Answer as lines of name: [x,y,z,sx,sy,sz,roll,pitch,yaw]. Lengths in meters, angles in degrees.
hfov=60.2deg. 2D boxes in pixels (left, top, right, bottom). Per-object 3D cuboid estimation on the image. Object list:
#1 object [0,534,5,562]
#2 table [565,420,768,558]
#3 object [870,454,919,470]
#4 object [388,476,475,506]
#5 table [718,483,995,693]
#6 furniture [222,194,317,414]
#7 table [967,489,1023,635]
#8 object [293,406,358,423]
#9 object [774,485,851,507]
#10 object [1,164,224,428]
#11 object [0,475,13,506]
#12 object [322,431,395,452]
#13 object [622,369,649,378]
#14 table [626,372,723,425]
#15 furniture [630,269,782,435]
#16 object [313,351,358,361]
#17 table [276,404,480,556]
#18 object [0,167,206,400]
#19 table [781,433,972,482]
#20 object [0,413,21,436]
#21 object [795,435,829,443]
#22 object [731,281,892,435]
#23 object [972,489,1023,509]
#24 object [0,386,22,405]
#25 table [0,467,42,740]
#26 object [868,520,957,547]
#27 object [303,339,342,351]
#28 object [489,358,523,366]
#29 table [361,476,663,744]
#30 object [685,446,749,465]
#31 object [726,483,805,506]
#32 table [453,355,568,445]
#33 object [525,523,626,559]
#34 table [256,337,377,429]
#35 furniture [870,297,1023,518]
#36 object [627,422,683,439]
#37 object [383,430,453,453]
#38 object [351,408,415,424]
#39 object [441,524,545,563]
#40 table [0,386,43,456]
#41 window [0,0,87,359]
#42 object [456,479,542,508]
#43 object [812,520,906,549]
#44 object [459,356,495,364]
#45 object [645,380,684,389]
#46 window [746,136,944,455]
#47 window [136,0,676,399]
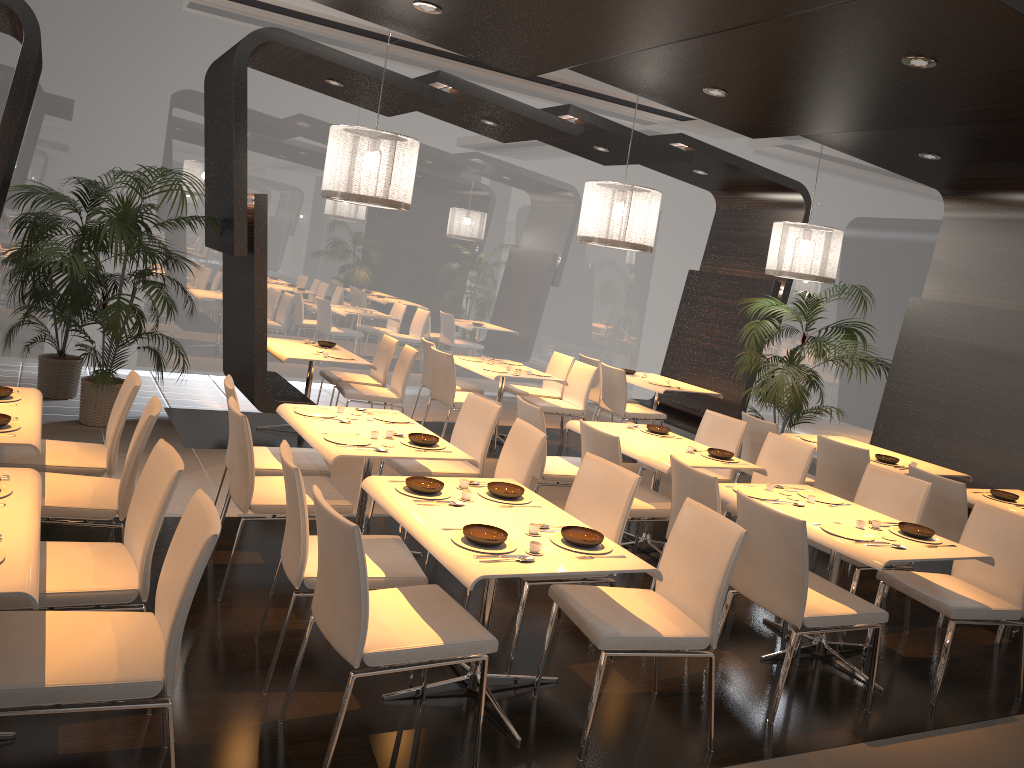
object: [-1.549,0.448,2.404,0.302,0.044,0.368,4,9,-29]
table: [1.043,0.752,5.890,1.049,0.722,1.159,5,7,-28]
object: [2.750,0.556,6.388,0.302,0.044,0.368,4,9,-29]
object: [-0.336,0.446,3.761,0.302,0.044,0.368,4,9,-29]
table: [1.628,1.032,4.518,0.797,0.722,1.159,6,7,-28]
furniture: [-2.049,-0.727,7.472,0.754,1.667,1.416,7,6,-29]
table: [3.405,1.174,5.465,0.797,0.722,1.159,6,7,-28]
object: [-1.053,0.163,5.028,0.334,0.037,0.381,3,9,-34]
object: [1.631,0.599,4.862,0.334,0.037,0.380,2,10,-39]
object: [-3.048,-0.684,6.826,1.555,2.050,1.519,5,6,-35]
object: [-1.832,0.330,2.942,0.302,0.044,0.368,4,9,-29]
object: [-0.770,0.281,4.488,0.334,0.037,0.381,3,9,-34]
object: [1.315,-0.123,9.693,0.302,0.044,0.368,4,9,-29]
table: [1.537,0.323,9.526,0.797,0.722,1.159,6,7,-28]
furniture: [2.024,-0.406,9.669,0.754,1.667,1.416,7,6,-29]
object: [-1.517,-0.255,7.530,0.334,0.037,0.380,2,10,-39]
table: [-0.819,0.606,4.882,0.797,0.722,1.159,6,7,-28]
object: [-3.739,-0.908,7.675,1.569,2.050,1.506,11,5,23]
table: [2.689,0.884,6.760,0.797,0.722,1.159,6,7,-28]
object: [-2.255,0.152,3.752,0.302,0.044,0.368,4,9,-29]
object: [2.446,0.441,6.903,0.334,0.037,0.381,3,9,-34]
object: [2.754,-0.023,8.485,1.500,2.050,1.575,7,5,-15]
object: [3.185,0.726,5.644,0.302,0.044,0.368,4,9,-29]
object: [-2.538,0.038,4.267,0.302,0.044,0.368,4,9,-29]
table: [-1.888,0.754,2.627,0.797,0.722,1.159,6,7,-28]
object: [1.936,0.716,4.330,0.302,0.044,0.368,4,9,-29]
object: [-1.727,-0.364,8.063,0.302,0.044,0.368,4,9,-29]
object: [-0.071,-0.238,9.005,0.334,0.037,0.380,2,10,-39]
table: [-0.101,0.896,3.586,0.797,0.722,1.159,6,7,-28]
object: [1.277,0.440,5.591,0.302,0.044,0.368,4,9,-29]
object: [1.365,0.580,4.698,0.334,0.037,0.381,3,9,-34]
table: [-0.130,0.191,8.634,0.797,0.722,1.159,6,7,-28]
object: [0.229,0.584,3.390,0.302,0.044,0.368,4,9,-29]
table: [-1.790,0.058,7.753,0.797,0.722,1.159,6,7,-28]
furniture: [3.783,0.318,6.401,0.754,1.665,2.931,7,7,-29]
object: [0.978,0.315,6.162,0.302,0.044,0.368,4,9,-29]
object: [-0.506,0.292,4.680,0.302,0.044,0.368,4,9,-29]
object: [-0.777,0.177,5.235,0.334,0.037,0.380,2,10,-39]
object: [-0.061,0.565,3.209,0.302,0.044,0.368,4,9,-29]
table: [-2.587,0.463,3.949,0.797,0.722,1.159,6,7,-28]
window: [-7.126,-2.350,7.167,6.556,3.960,0.071,5,5,-28]
object: [-0.067,0.468,3.899,0.302,0.044,0.368,4,9,-29]
object: [1.648,0.699,4.158,0.334,0.037,0.381,3,9,-34]
object: [-0.340,-0.246,8.771,0.334,0.037,0.381,3,9,-34]
object: [1.593,-0.002,9.147,0.334,0.037,0.381,3,9,-34]
window: [4.322,-0.842,8.976,0.070,3.957,6.649,7,7,-29]
window: [-0.825,-1.853,10.565,6.556,3.960,0.071,5,5,-28]
